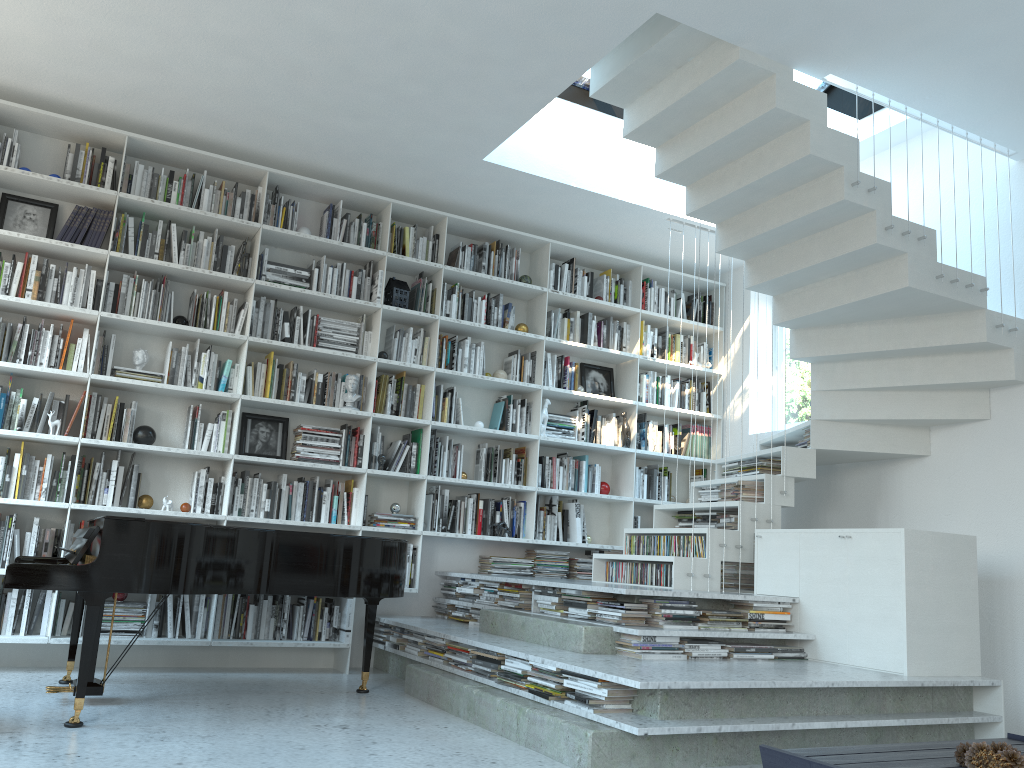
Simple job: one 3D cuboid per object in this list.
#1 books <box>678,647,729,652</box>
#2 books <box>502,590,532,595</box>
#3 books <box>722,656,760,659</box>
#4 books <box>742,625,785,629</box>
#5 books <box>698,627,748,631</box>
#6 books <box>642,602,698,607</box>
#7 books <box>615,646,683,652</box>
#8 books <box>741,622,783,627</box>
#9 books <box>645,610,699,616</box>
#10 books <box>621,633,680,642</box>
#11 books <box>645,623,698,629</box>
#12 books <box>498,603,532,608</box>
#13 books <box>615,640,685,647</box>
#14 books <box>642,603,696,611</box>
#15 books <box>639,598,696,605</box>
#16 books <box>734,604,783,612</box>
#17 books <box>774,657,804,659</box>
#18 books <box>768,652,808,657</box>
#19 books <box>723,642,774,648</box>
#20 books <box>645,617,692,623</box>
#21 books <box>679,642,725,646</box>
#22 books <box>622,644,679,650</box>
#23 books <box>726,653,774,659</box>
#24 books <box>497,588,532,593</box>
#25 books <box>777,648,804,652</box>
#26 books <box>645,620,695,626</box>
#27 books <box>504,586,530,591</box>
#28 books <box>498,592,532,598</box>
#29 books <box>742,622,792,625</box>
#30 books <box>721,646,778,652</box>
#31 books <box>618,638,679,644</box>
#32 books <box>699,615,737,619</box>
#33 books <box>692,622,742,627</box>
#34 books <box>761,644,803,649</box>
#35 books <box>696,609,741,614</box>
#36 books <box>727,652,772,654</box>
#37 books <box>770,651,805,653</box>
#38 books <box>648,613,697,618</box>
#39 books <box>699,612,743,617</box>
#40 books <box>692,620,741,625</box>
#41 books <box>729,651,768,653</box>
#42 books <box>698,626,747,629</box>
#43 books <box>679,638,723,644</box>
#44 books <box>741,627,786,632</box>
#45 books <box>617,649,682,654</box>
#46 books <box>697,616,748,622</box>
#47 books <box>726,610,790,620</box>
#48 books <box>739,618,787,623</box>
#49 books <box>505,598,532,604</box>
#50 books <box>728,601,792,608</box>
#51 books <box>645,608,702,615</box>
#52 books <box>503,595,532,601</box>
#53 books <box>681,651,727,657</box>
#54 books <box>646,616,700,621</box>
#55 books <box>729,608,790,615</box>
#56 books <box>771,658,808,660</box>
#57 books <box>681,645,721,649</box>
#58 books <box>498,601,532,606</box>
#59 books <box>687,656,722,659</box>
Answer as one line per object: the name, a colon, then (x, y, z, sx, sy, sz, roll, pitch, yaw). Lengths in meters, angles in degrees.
books: (0.898, 1.291, 4.322, 0.273, 0.012, 0.159, 10, -13, -28)
books: (0.060, 1.247, 5.300, 0.161, 0.012, 0.254, 8, -12, -23)
books: (1.142, 1.369, 4.451, 0.250, 0.009, 0.144, 10, -13, -28)
books: (1.289, 1.277, 4.671, 0.259, 0.009, 0.152, 10, -13, -29)
books: (1.030, 1.244, 4.524, 0.291, 0.007, 0.174, 9, -12, -24)
books: (0.786, 1.099, 4.425, 0.228, 0.009, 0.159, 10, -13, -30)
books: (0.647, 1.255, 4.193, 0.285, 0.008, 0.159, 10, -13, -28)
books: (1.287, 1.266, 4.678, 0.262, 0.016, 0.132, 11, -13, -31)
books: (0.782, 1.141, 4.421, 0.260, 0.009, 0.153, 9, -12, -24)
books: (0.652, 1.200, 4.200, 0.234, 0.025, 0.157, 11, -13, -31)
books: (0.782, 1.199, 4.402, 0.216, 0.015, 0.178, 10, -13, -28)
books: (0.046, 1.321, 5.281, 0.182, 0.011, 0.254, 8, -12, -23)
books: (0.650, 1.229, 4.196, 0.292, 0.012, 0.159, 9, -12, -24)
books: (0.782, 1.113, 4.430, 0.221, 0.018, 0.154, 9, -13, -26)
books: (0.777, 1.090, 4.446, 0.261, 0.016, 0.129, 10, -13, -28)
books: (1.299, 1.181, 4.681, 0.192, 0.024, 0.167, 8, -12, -22)
books: (1.380, 1.401, 4.567, 0.179, 0.010, 0.160, 9, -13, -27)
books: (1.380, 1.388, 4.571, 0.234, 0.017, 0.151, 9, -13, -26)
books: (1.146, 1.309, 4.447, 0.275, 0.009, 0.177, 9, -13, -27)
books: (0.775, 1.177, 4.424, 0.208, 0.012, 0.131, 10, -13, -30)
books: (0.897, 1.266, 4.332, 0.242, 0.005, 0.153, 9, -13, -26)
books: (0.651, 1.240, 4.190, 0.210, 0.012, 0.168, 8, -12, -23)
books: (1.153, 1.353, 4.436, 0.250, 0.018, 0.177, 9, -12, -24)
books: (0.055, 1.235, 5.299, 0.187, 0.009, 0.261, 10, -13, -27)
books: (1.377, 1.368, 4.583, 0.229, 0.014, 0.133, 10, -13, -28)
books: (0.776, 1.188, 4.417, 0.227, 0.012, 0.148, 10, -13, -28)
books: (0.079, 1.229, 5.312, 0.129, 0.013, 0.296, 10, -13, -28)
books: (0.057, 1.261, 5.296, 0.179, 0.017, 0.293, 9, -13, -26)
books: (1.300, 1.250, 4.658, 0.281, 0.008, 0.181, 8, -12, -22)
books: (1.156, 1.321, 4.439, 0.288, 0.018, 0.190, 10, -13, -28)
books: (0.645, 1.220, 4.209, 0.257, 0.010, 0.132, 8, -12, -23)
books: (1.028, 1.189, 4.545, 0.179, 0.010, 0.160, 9, -13, -25)
books: (1.022, 1.231, 4.545, 0.294, 0.014, 0.134, 10, -13, -29)
books: (1.378, 1.357, 4.585, 0.215, 0.007, 0.131, 9, -13, -25)
books: (1.035, 1.164, 4.539, 0.203, 0.011, 0.173, 11, -13, -31)
books: (1.151, 1.342, 4.443, 0.254, 0.005, 0.161, 10, -13, -30)
books: (1.379, 1.377, 4.576, 0.225, 0.007, 0.133, 8, -12, -23)
books: (0.782, 1.151, 4.417, 0.210, 0.012, 0.168, 9, -13, -26)
books: (1.032, 1.177, 4.543, 0.246, 0.013, 0.173, 10, -13, -28)
books: (1.030, 1.214, 4.534, 0.215, 0.015, 0.177, 9, -13, -26)
books: (1.143, 1.338, 4.460, 0.273, 0.009, 0.129, 9, -12, -24)
books: (1.031, 1.238, 4.525, 0.287, 0.005, 0.165, 8, -12, -22)
books: (0.897, 1.257, 4.335, 0.220, 0.013, 0.149, 10, -13, -28)
books: (1.293, 1.285, 4.660, 0.220, 0.011, 0.178, 10, -13, -28)
books: (0.647, 1.262, 4.192, 0.264, 0.006, 0.165, 9, -13, -26)
books: (1.038, 1.198, 4.523, 0.273, 0.014, 0.188, 11, -13, -31)
books: (1.296, 1.220, 4.674, 0.284, 0.030, 0.177, 9, -13, -26)
books: (1.291, 1.243, 4.678, 0.268, 0.014, 0.160, 10, -13, -28)
books: (0.073, 1.297, 5.299, 0.138, 0.017, 0.237, 10, -13, -27)
books: (1.305, 1.162, 4.675, 0.286, 0.013, 0.181, 11, -13, -31)
books: (0.792, 1.126, 4.405, 0.230, 0.015, 0.190, 8, -12, -22)
books: (0.064, 1.279, 5.296, 0.159, 0.018, 0.203, 10, -13, -28)
books: (0.902, 1.305, 4.310, 0.232, 0.019, 0.170, 11, -13, -31)
books: (0.786, 1.161, 4.405, 0.215, 0.013, 0.189, 10, -13, -27)
books: (1.301, 1.198, 4.672, 0.261, 0.012, 0.180, 8, -12, -23)
books: (1.382, 1.408, 4.561, 0.262, 0.006, 0.151, 10, -13, -30)
books: (0.894, 1.278, 4.335, 0.211, 0.018, 0.134, 9, -12, -24)
books: (0.053, 1.309, 5.286, 0.178, 0.014, 0.247, 10, -13, -28)
books: (0.894, 1.323, 4.320, 0.208, 0.015, 0.153, 10, -13, -28)
